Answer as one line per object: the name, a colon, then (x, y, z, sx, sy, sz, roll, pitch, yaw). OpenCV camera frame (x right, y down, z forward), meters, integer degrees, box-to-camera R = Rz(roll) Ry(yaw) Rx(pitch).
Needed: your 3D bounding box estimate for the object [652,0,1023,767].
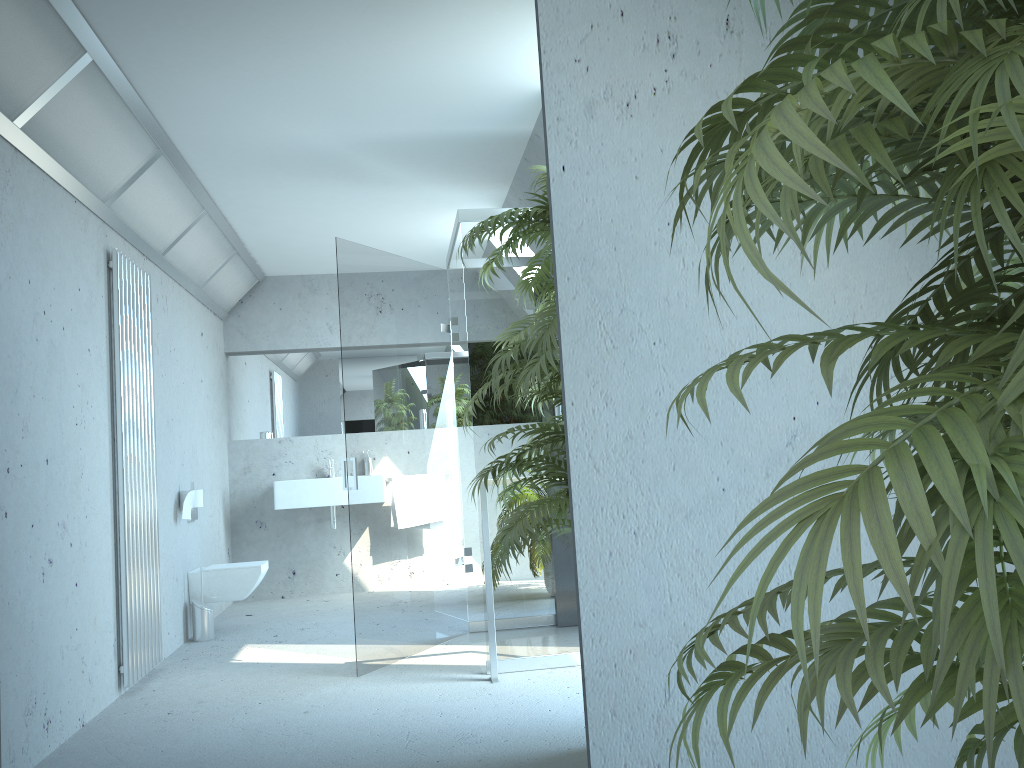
object: (0.625, -0.045, 0.820, 0.980, 2.034, 1.020, -8, -6, 41)
